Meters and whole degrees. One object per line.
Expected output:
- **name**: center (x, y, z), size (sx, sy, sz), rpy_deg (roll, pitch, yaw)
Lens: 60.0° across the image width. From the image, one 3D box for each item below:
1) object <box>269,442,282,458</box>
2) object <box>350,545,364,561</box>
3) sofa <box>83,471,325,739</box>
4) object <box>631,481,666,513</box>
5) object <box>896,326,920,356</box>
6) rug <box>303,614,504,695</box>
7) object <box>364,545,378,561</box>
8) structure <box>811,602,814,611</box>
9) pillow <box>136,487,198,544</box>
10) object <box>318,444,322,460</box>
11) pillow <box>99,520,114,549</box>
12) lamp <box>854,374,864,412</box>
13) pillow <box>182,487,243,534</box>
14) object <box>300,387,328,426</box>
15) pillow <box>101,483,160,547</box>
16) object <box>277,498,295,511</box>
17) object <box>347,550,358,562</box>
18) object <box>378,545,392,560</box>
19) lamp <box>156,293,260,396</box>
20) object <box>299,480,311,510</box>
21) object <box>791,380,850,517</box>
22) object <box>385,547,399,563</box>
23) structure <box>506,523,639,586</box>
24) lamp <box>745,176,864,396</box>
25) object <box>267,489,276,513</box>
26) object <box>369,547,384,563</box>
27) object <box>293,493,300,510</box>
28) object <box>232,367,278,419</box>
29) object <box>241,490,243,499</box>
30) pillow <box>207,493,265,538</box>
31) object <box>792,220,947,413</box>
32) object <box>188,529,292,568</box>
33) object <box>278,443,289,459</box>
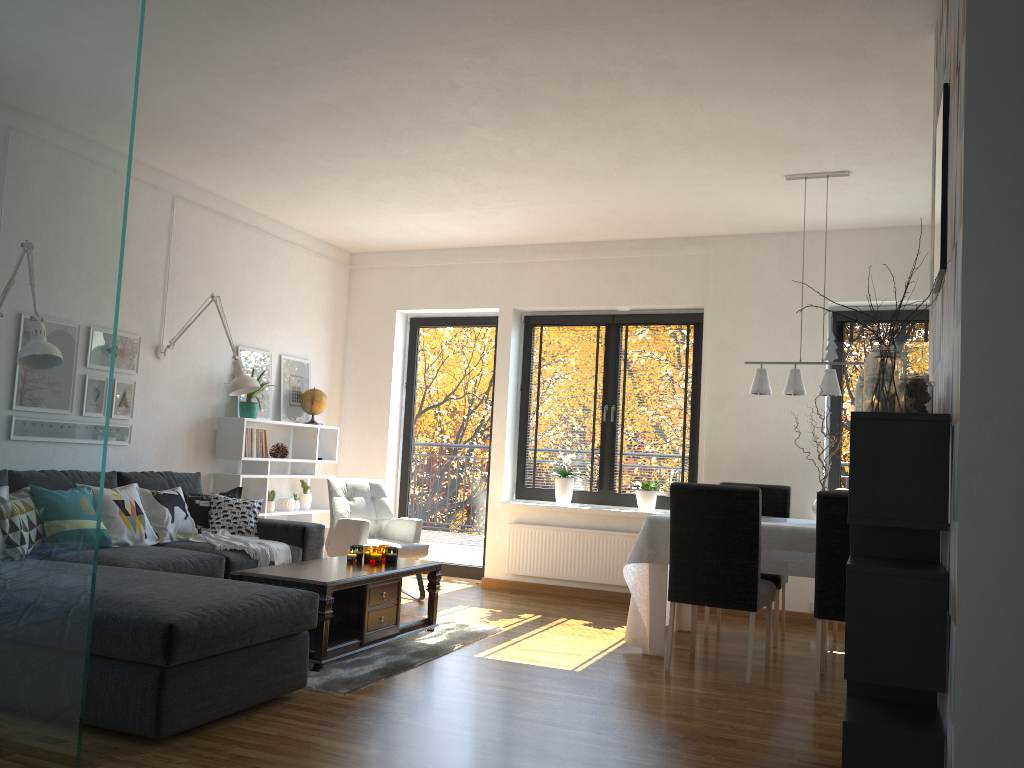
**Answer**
- **object**: center (-1.796, 0.504, 6.743), size (0.103, 0.127, 0.095), rpy_deg (5, -5, -22)
- **object**: center (-0.875, 0.953, 5.000), size (0.079, 0.081, 0.079), rpy_deg (2, -5, 18)
- **sofa**: center (-1.650, 0.903, 4.489), size (2.163, 0.847, 2.511), rpy_deg (1, -5, 23)
- **object**: center (1.030, 0.852, 6.732), size (0.267, 0.237, 0.284), rpy_deg (3, -5, 4)
- **object**: center (1.382, -0.017, 3.220), size (0.163, 0.383, 0.154), rpy_deg (0, -6, 39)
- **rug**: center (-0.861, 1.386, 4.768), size (1.052, 0.034, 1.815), rpy_deg (1, -5, 22)
- **object**: center (-0.803, 0.959, 5.028), size (0.079, 0.081, 0.079), rpy_deg (2, -5, 18)
- **structure**: center (2.752, 1.378, 5.871), size (1.457, 0.459, 0.078), rpy_deg (1, -5, 24)
- **pillow**: center (-2.023, 0.774, 5.245), size (0.265, 0.318, 0.382), rpy_deg (1, -5, 23)
- **object**: center (-1.592, 0.507, 7.274), size (0.066, 0.230, 0.075), rpy_deg (3, -4, 3)
- **pillow**: center (-2.290, 0.693, 4.607), size (0.273, 0.340, 0.415), rpy_deg (1, -5, 22)
- **lamp**: center (1.061, 0.039, 2.607), size (0.098, 0.130, 0.106), rpy_deg (0, -6, 35)
- **pillow**: center (-1.915, 0.821, 5.572), size (0.450, 0.358, 0.234), rpy_deg (7, -6, -41)
- **object**: center (-1.604, 0.182, 7.175), size (0.216, 0.305, 0.217), rpy_deg (-1, -6, 39)
- **pillow**: center (-2.160, 0.744, 4.930), size (0.285, 0.368, 0.437), rpy_deg (1, -5, 22)
- **object**: center (-1.737, 0.927, 6.816), size (0.134, 0.097, 0.132), rpy_deg (4, -5, -7)
- **object**: center (-0.888, 0.955, 4.924), size (0.060, 0.061, 0.060), rpy_deg (1, -5, 28)
- **object**: center (-0.731, 0.969, 5.097), size (0.079, 0.081, 0.079), rpy_deg (2, -5, 18)
- **lamp**: center (-1.957, -0.261, 5.806), size (0.698, 0.669, 0.200), rpy_deg (2, -4, 13)
- **object**: center (-1.645, 0.884, 7.059), size (0.098, 0.236, 0.098), rpy_deg (2, -4, 10)
- **object**: center (1.777, 0.403, 5.030), size (0.403, 0.784, 0.616), rpy_deg (3, -5, -3)
- **object**: center (-0.680, 0.964, 5.005), size (0.079, 0.081, 0.079), rpy_deg (2, -5, 18)
- **structure**: center (0.633, 1.342, 6.749), size (1.457, 0.459, 0.078), rpy_deg (1, -5, 21)
- **lamp**: center (1.758, -0.575, 5.156), size (0.759, 1.283, 0.131), rpy_deg (1, -5, 23)
- **object**: center (-1.796, 0.863, 6.551), size (0.087, 0.172, 0.088), rpy_deg (0, -6, 38)
- **object**: center (-0.759, 0.955, 4.951), size (0.079, 0.081, 0.079), rpy_deg (2, -5, 18)
- **object**: center (-1.698, 0.921, 6.951), size (0.072, 0.137, 0.072), rpy_deg (3, -4, 3)
- **object**: center (-1.904, 0.069, 6.458), size (0.387, 0.371, 0.424), rpy_deg (2, -5, 9)
- **object**: center (-1.981, 0.822, 6.340), size (0.108, 0.197, 0.109), rpy_deg (0, -5, 34)
- **pillow**: center (-1.728, 0.845, 5.554), size (0.358, 0.312, 0.169), rpy_deg (5, -5, -27)
- **object**: center (1.007, -0.169, 2.508), size (0.426, 0.521, 0.298), rpy_deg (1, -5, 19)
- **object**: center (-1.649, 0.975, 5.156), size (0.606, 0.212, 0.489), rpy_deg (1, -5, 19)
- **object**: center (-1.763, 0.514, 6.816), size (0.096, 0.125, 0.101), rpy_deg (0, -6, 38)
